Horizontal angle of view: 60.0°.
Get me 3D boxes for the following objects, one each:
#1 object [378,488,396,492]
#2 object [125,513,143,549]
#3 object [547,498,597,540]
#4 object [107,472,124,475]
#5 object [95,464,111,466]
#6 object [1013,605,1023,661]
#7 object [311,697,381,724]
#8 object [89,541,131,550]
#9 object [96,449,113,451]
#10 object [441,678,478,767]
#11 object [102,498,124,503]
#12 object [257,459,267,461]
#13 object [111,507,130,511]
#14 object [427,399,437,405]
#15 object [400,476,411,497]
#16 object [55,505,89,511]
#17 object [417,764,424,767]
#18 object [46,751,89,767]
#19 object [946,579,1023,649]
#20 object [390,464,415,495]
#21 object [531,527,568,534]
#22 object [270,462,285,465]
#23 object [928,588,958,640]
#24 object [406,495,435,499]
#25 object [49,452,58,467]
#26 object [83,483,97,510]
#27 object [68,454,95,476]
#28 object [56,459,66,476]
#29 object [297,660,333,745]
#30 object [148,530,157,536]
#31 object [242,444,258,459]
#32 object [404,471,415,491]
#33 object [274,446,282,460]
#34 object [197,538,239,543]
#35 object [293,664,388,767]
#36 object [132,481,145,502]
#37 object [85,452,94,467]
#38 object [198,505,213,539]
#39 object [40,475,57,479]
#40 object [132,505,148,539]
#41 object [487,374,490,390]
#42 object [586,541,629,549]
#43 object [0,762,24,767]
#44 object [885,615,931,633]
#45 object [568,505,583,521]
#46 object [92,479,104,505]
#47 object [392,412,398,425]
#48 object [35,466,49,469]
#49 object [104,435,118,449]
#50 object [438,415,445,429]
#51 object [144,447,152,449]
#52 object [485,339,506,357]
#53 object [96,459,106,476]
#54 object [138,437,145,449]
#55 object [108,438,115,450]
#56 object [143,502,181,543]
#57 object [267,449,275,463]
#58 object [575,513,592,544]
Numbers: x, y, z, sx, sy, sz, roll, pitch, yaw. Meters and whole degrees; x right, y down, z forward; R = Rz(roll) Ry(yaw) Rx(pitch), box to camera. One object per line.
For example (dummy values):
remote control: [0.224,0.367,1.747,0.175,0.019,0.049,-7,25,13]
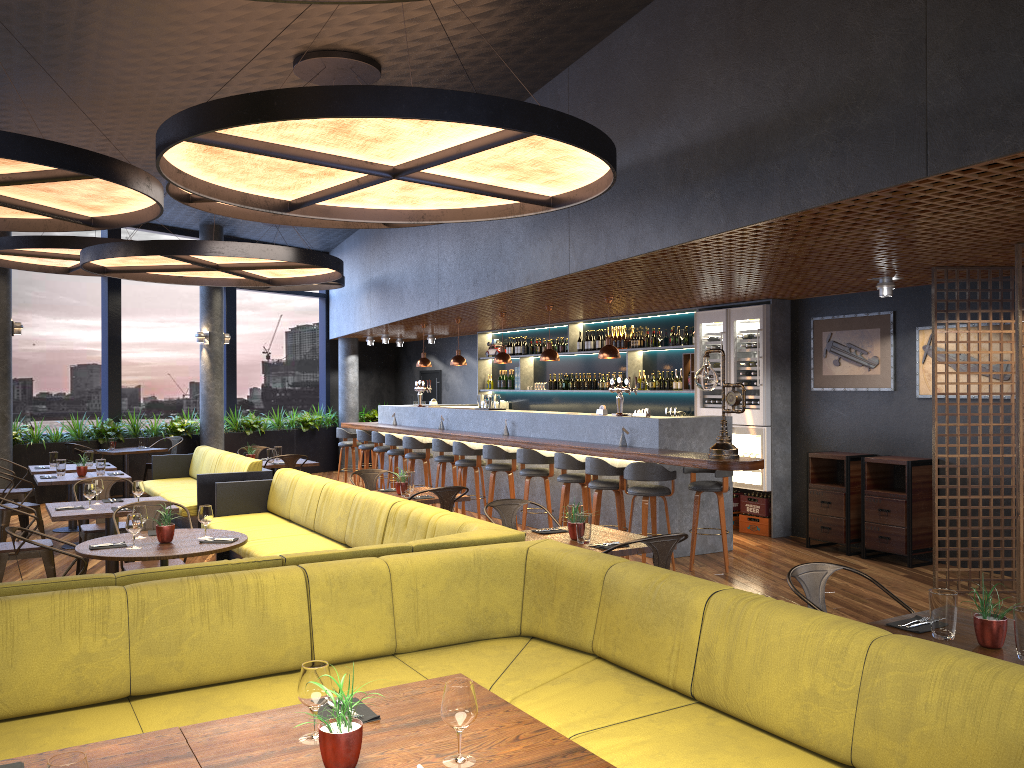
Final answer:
object: [-1.103,0.977,8.225,0.255,0.019,0.157,0,0,-31]
object: [-2.280,0.887,5.351,0.097,0.206,0.097,0,0,8]
object: [0.394,0.842,5.583,0.260,0.271,0.238,0,0,-29]
object: [-4.388,0.992,9.825,0.157,0.019,0.255,0,0,-31]
object: [-5.044,0.997,10.937,0.157,0.019,0.255,0,0,-31]
object: [1.816,0.879,3.112,0.102,0.178,0.102,0,0,-15]
object: [-0.486,0.970,2.612,0.157,0.019,0.255,0,0,-30]
object: [-2.442,0.981,5.413,0.255,0.019,0.157,0,0,-28]
object: [-6.214,1.005,13.492,0.255,0.019,0.157,0,0,35]
object: [-0.136,0.874,2.294,0.097,0.206,0.097,0,0,15]
object: [-3.388,0.988,7.530,0.157,0.019,0.255,0,0,-30]
object: [-3.229,0.991,11.672,0.255,0.019,0.157,0,0,-31]
object: [-3.094,0.986,7.047,0.157,0.019,0.255,0,0,-30]
object: [-1.129,0.307,15.557,0.766,0.106,0.200,0,0,-31]
object: [-0.932,0.896,7.770,0.102,0.178,0.102,0,0,-45]
object: [-3.514,0.988,7.093,0.255,0.019,0.157,0,0,-30]
object: [-0.192,0.968,2.129,0.157,0.019,0.255,0,0,-30]
object: [-0.919,0.876,1.832,0.097,0.206,0.097,0,0,15]
object: [1.755,0.833,3.278,0.260,0.271,0.238,0,0,-29]
object: [-0.979,0.850,7.935,0.238,0.271,0.260,0,0,-9]
object: [0.269,0.969,5.899,0.255,0.019,0.157,0,0,-31]
object: [-2.919,0.989,11.084,0.255,0.019,0.157,0,0,-31]
object: [1.645,0.880,3.384,0.102,0.178,0.102,0,0,-25]
object: [-0.807,0.975,7.659,0.255,0.019,0.157,0,0,-31]
object: [-5.579,0.919,10.794,0.102,0.178,0.102,0,0,35]
object: [-3.350,0.893,7.037,0.097,0.206,0.097,0,0,-30]
object: [-4.672,0.867,9.662,0.238,0.271,0.260,0,0,8]
object: [-4.923,0.914,9.681,0.102,0.178,0.102,0,0,-25]
object: [-0.543,0.876,2.447,0.097,0.206,0.097,0,0,15]
object: [-2.326,0.982,5.874,0.157,0.019,0.255,0,0,-24]
object: [-3.317,0.864,11.235,0.238,0.271,0.260,0,0,-25]
object: [-0.946,0.897,8.157,0.102,0.178,0.102,0,0,5]
object: [-3.063,0.910,11.618,0.102,0.178,0.102,0,0,5]
object: [-1.863,0.980,5.575,0.255,0.019,0.157,0,0,2]
object: [-0.429,0.840,2.264,0.238,0.271,0.260,0,0,-9]
object: [-3.038,0.893,7.212,0.097,0.206,0.097,0,0,-39]
object: [-5.155,0.917,10.813,0.102,0.178,0.102,0,0,35]
object: [-1.973,0.886,5.710,0.097,0.206,0.097,0,0,11]
object: [-4.976,0.994,9.515,0.157,0.019,0.255,0,0,-31]
object: [-2.400,0.888,5.717,0.097,0.206,0.097,0,0,-6]
object: [-0.420,-0.038,16.000,0.079,0.281,0.079,0,0,-12]
object: [0.565,0.967,5.333,0.255,0.019,0.157,0,0,-31]
object: [-1.269,0.972,2.150,0.157,0.019,0.255,0,0,-30]
object: [1.645,0.960,3.567,0.255,0.019,0.157,0,0,-31]
object: [0.416,0.888,5.819,0.102,0.178,0.102,0,0,-45]
object: [-3.445,0.894,7.365,0.097,0.206,0.097,0,0,-39]
object: [-1.906,0.560,14.331,0.114,0.203,0.069,0,0,17]
object: [-5.633,0.998,10.628,0.157,0.019,0.255,0,0,-31]
object: [-6.290,0.880,13.934,0.260,0.271,0.238,0,0,-29]
object: [-1.012,0.554,12.841,0.114,0.203,0.069,0,0,20]
object: [-5.800,1.004,14.012,0.255,0.019,0.157,0,0,35]
object: [-0.273,-0.637,15.728,0.229,0.319,0.579,0,0,-31]
object: [-4.499,0.913,9.700,0.102,0.178,0.102,0,0,25]
object: [-5.783,0.924,13.838,0.102,0.178,0.102,0,0,-39]
object: [-6.164,0.925,13.651,0.102,0.178,0.102,0,0,41]
object: [-2.156,0.851,5.544,0.238,0.271,0.260,0,0,-9]
object: [-3.044,0.910,11.194,0.102,0.178,0.102,0,0,-45]
object: [0.440,0.888,5.444,0.102,0.178,0.102,0,0,-45]
